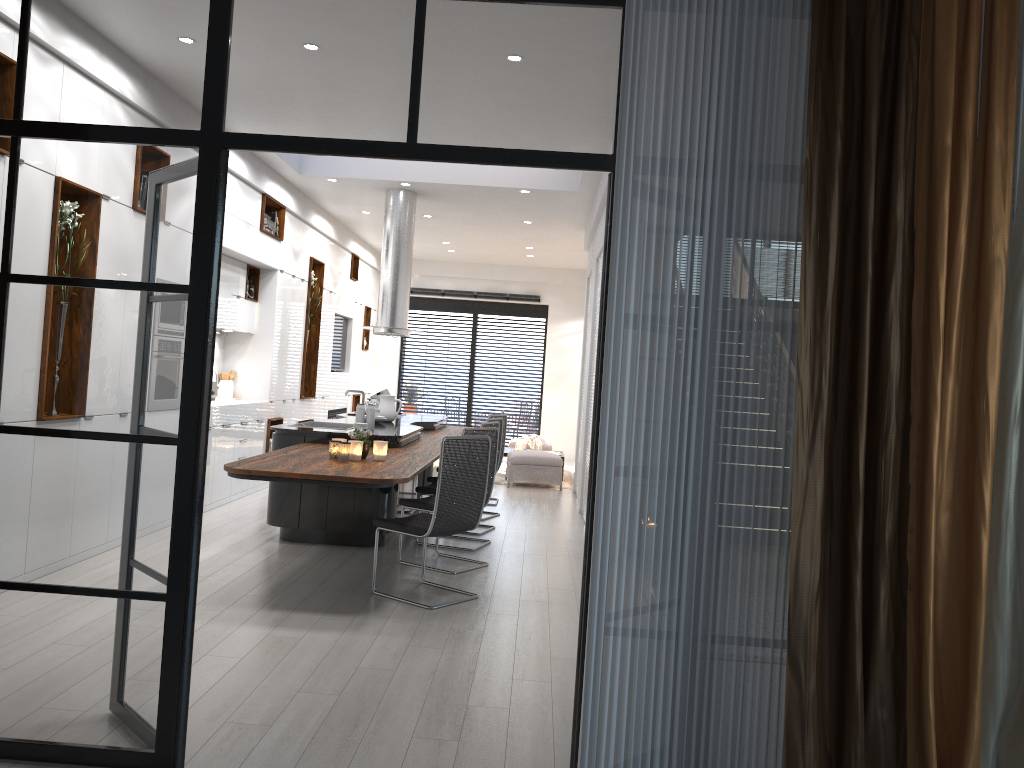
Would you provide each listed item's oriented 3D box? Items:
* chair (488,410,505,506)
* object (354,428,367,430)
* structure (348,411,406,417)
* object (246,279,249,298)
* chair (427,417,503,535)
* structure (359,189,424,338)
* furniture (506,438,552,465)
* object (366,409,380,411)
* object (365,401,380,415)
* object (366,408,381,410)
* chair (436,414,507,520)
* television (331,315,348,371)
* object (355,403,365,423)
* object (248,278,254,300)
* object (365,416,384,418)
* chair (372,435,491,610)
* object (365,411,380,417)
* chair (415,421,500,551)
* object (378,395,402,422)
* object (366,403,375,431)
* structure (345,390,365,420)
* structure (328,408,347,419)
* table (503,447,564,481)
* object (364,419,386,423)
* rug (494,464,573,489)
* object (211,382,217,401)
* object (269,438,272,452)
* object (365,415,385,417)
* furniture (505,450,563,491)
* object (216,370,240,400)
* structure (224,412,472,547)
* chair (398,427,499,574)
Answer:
[{"bbox_3d":[-0.390,0.786,9.783,0.537,1.019,0.470,4,-1,2],"label":"chair"},{"bbox_3d":[-1.203,0.362,7.033,0.111,0.023,0.111,4,0,14],"label":"object"},{"bbox_3d":[-1.470,0.324,9.738,0.502,0.026,0.811,4,0,2],"label":"structure"},{"bbox_3d":[-2.848,-1.047,9.368,0.124,0.275,0.124,4,-1,-10],"label":"object"},{"bbox_3d":[-0.432,0.796,8.007,0.537,1.019,0.470,4,-1,17],"label":"chair"},{"bbox_3d":[-1.275,-1.320,9.783,0.695,1.609,1.043,4,-1,1],"label":"structure"},{"bbox_3d":[0.283,1.080,13.865,0.699,0.460,0.699,4,0,2],"label":"furniture"},{"bbox_3d":[-1.294,0.262,8.246,0.138,0.051,0.138,4,0,-18],"label":"object"},{"bbox_3d":[-1.406,0.259,8.869,0.211,0.174,0.211,4,0,9],"label":"object"},{"bbox_3d":[-1.294,0.256,8.246,0.138,0.051,0.138,4,0,-18],"label":"object"},{"bbox_3d":[-0.409,0.791,8.821,0.537,1.019,0.470,4,-1,22],"label":"chair"},{"bbox_3d":[-2.581,-0.590,12.991,0.050,0.805,1.187,4,0,2],"label":"television"},{"bbox_3d":[-1.230,0.261,7.181,0.071,0.219,0.071,4,-1,-34],"label":"object"},{"bbox_3d":[-2.843,-1.027,9.563,0.123,0.231,0.123,4,-1,3],"label":"object"},{"bbox_3d":[-1.297,0.309,8.245,0.229,0.016,0.229,4,0,-1],"label":"object"},{"bbox_3d":[-0.513,0.808,5.534,0.537,1.019,0.470,3,-1,37],"label":"chair"},{"bbox_3d":[-1.296,0.285,8.245,0.138,0.051,0.138,4,0,-18],"label":"object"},{"bbox_3d":[-0.456,0.799,7.289,0.537,1.019,0.470,4,-1,17],"label":"chair"},{"bbox_3d":[-1.191,0.236,8.523,0.211,0.254,0.183,3,-1,36],"label":"object"},{"bbox_3d":[-1.147,0.266,7.187,0.071,0.219,0.071,3,-1,28],"label":"object"},{"bbox_3d":[-1.323,0.207,7.412,0.177,0.310,0.089,4,-1,2],"label":"structure"},{"bbox_3d":[-2.671,0.619,12.970,0.221,0.516,1.203,4,0,2],"label":"structure"},{"bbox_3d":[0.227,1.140,12.663,1.000,0.350,1.000,4,0,2],"label":"table"},{"bbox_3d":[-1.299,0.342,8.244,0.264,0.033,0.264,4,1,38],"label":"object"},{"bbox_3d":[0.076,1.293,12.721,1.623,0.020,2.519,4,0,2],"label":"rug"},{"bbox_3d":[-3.080,0.069,8.914,0.177,0.195,0.260,4,0,2],"label":"object"},{"bbox_3d":[-2.772,0.716,9.869,0.250,0.323,0.241,4,-1,2],"label":"object"},{"bbox_3d":[-1.297,0.304,8.245,0.229,0.016,0.229,4,0,-1],"label":"object"},{"bbox_3d":[0.282,1.096,11.551,0.699,0.460,0.699,4,0,-3],"label":"furniture"},{"bbox_3d":[-3.049,0.007,9.463,0.221,0.316,0.330,4,0,2],"label":"object"},{"bbox_3d":[-1.203,0.813,7.640,1.377,0.887,5.639,4,0,2],"label":"structure"},{"bbox_3d":[-0.473,0.804,6.471,0.537,1.019,0.470,3,-1,32],"label":"chair"}]
